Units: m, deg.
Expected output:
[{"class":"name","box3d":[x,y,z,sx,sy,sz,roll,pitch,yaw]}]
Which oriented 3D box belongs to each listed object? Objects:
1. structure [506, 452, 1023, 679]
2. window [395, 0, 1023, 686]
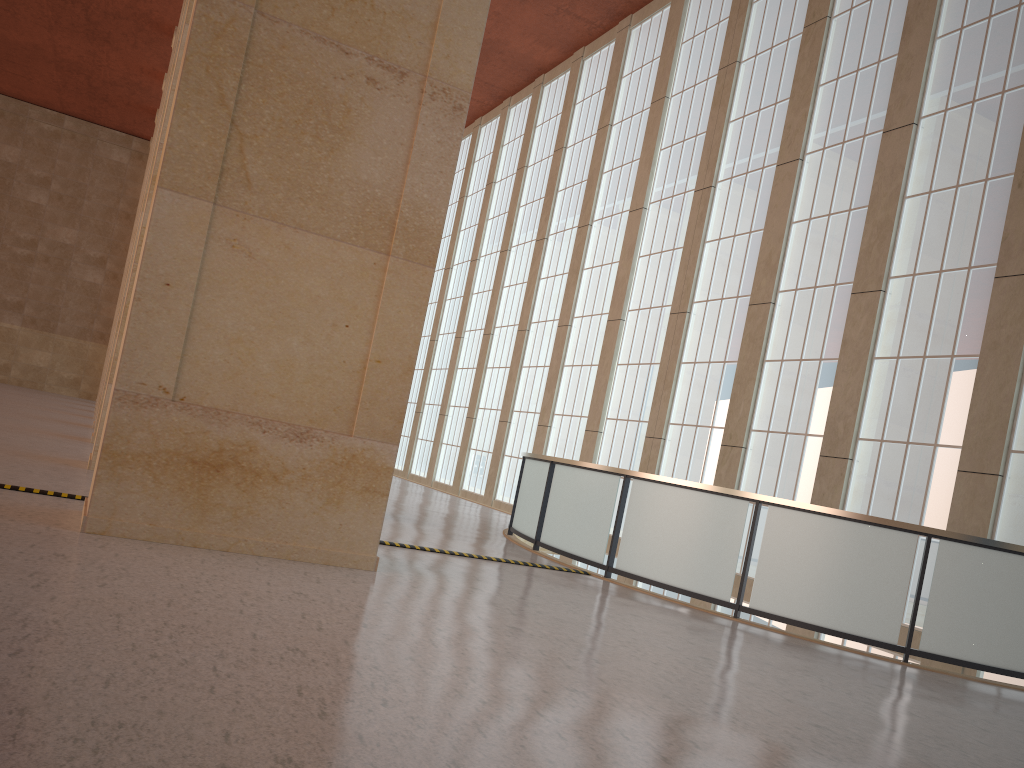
[{"class":"structure","box3d":[3.416,2.760,15.897,5.282,1.791,13.023,15,-6,-35]},{"class":"window","box3d":[-20.460,0.957,76.767,0.010,28.589,164.461,12,-5,-25]}]
